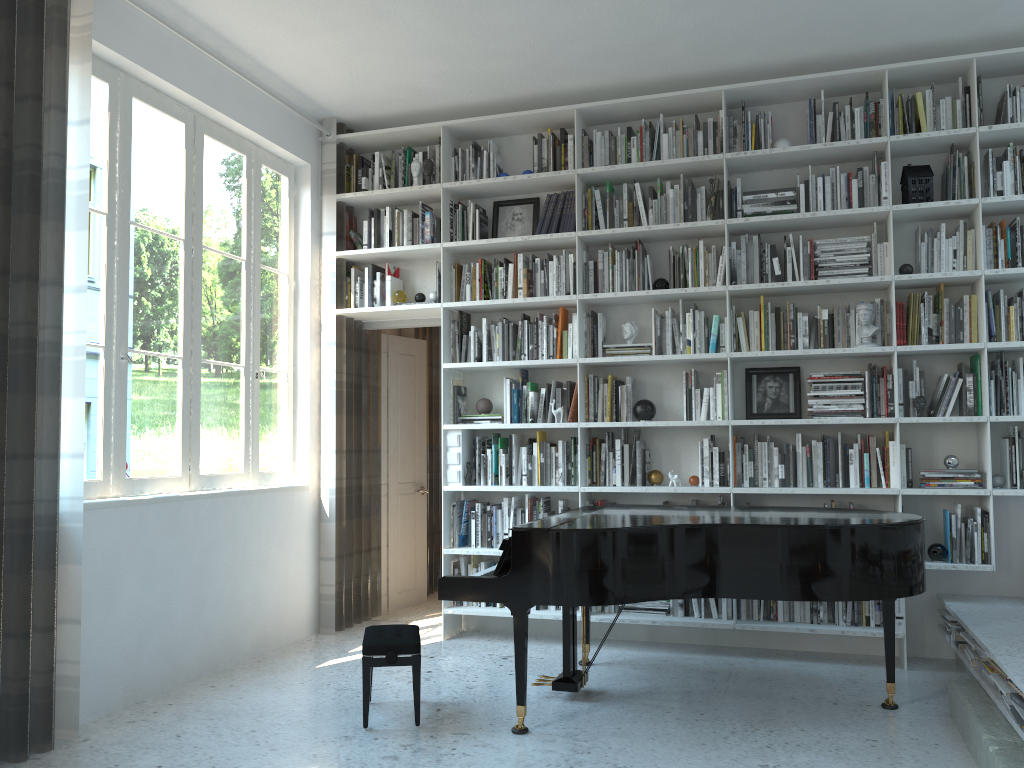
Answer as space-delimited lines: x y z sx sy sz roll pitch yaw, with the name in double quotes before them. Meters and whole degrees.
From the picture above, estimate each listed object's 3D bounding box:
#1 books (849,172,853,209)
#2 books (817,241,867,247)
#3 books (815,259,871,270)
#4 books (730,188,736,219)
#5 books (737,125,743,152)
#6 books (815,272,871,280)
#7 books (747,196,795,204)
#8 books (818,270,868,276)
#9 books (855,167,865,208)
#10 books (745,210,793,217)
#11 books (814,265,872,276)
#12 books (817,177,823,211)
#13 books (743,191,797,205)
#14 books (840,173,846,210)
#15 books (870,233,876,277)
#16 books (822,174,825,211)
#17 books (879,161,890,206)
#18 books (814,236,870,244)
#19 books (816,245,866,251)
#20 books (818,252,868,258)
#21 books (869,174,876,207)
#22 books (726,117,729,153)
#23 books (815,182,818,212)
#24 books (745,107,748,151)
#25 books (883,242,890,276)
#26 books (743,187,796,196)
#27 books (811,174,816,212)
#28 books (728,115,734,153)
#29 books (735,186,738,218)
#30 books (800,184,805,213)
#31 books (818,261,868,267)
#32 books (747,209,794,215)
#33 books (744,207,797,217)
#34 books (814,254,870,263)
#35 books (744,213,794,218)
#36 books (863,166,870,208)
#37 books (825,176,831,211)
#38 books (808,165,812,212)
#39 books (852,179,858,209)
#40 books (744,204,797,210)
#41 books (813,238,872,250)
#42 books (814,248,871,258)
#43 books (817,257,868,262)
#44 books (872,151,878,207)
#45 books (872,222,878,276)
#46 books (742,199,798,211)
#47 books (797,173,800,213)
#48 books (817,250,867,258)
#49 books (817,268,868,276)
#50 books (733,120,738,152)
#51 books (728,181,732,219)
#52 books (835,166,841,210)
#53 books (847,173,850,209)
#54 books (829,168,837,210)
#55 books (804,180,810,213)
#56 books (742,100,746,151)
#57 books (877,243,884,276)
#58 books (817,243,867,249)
"books" 1.855 -1.024 4.865 0.012 0.230 0.158 -1 -4 18
"books" 1.813 -0.755 4.880 0.254 0.012 0.161 -2 -4 18
"books" 1.813 -0.656 4.873 0.285 0.012 0.159 -2 -4 19
"books" 1.262 -0.992 5.049 0.027 0.201 0.167 -1 -4 18
"books" 1.308 -1.356 5.062 0.026 0.194 0.166 -1 -4 18
"books" 1.814 -0.584 4.868 0.285 0.012 0.159 -2 -4 19
"books" 1.455 -1.017 5.001 0.254 0.025 0.161 -1 -4 14
"books" 1.814 -0.596 4.871 0.254 0.012 0.161 -2 -4 18
"books" 1.901 -1.035 4.845 0.032 0.248 0.173 -1 -4 18
"books" 1.453 -0.939 4.995 0.254 0.012 0.161 -2 -4 23
"books" 1.812 -0.621 4.866 0.285 0.012 0.159 -1 -4 15
"books" 1.706 -1.013 4.913 0.027 0.216 0.190 -1 -4 18
"books" 1.456 -1.042 5.006 0.285 0.024 0.159 -2 -4 20
"books" 1.815 -1.020 4.871 0.023 0.222 0.191 -1 -4 18
"books" 1.957 -0.673 4.810 0.012 0.254 0.161 -1 -4 18
"books" 1.728 -1.026 4.919 0.012 0.244 0.131 -1 -4 18
"books" 1.994 -1.036 4.759 0.037 0.237 0.272 -2 -4 18
"books" 1.811 -0.779 4.877 0.285 0.012 0.159 -2 -4 20
"books" 1.810 -0.730 4.868 0.254 0.012 0.161 -2 -4 23
"books" 1.811 -0.693 4.870 0.254 0.012 0.161 -1 -4 15
"books" 1.958 -1.014 4.828 0.029 0.202 0.191 -2 -4 18
"books" 1.247 -1.383 5.097 0.012 0.254 0.161 -1 -4 18
"books" 1.693 -1.005 4.932 0.011 0.204 0.133 -1 -4 18
"books" 1.340 -1.407 5.063 0.010 0.296 0.153 -1 -4 18
"books" 2.023 -0.650 4.807 0.030 0.205 0.158 -2 -4 18
"books" 1.457 -1.066 5.012 0.285 0.024 0.159 -2 -4 18
"books" 1.674 -1.022 4.926 0.021 0.237 0.171 -1 -4 18
"books" 1.259 -1.384 5.073 0.026 0.253 0.185 -1 -4 18
"books" 1.285 -1.000 5.056 0.013 0.218 0.141 -1 -4 18
"books" 1.617 -0.996 4.938 0.025 0.187 0.193 -1 -4 18
"books" 1.813 -0.645 4.869 0.254 0.012 0.161 -2 -4 16
"books" 1.455 -0.951 4.999 0.254 0.012 0.161 -1 -4 15
"books" 1.454 -0.963 5.000 0.285 0.012 0.159 -1 -4 15
"books" 1.811 -0.681 4.869 0.285 0.012 0.159 -2 -4 21
"books" 1.455 -0.927 4.998 0.285 0.012 0.159 -2 -4 21
"books" 1.935 -1.041 4.851 0.029 0.261 0.133 -1 -4 18
"books" 1.745 -1.015 4.903 0.028 0.219 0.183 -1 -4 18
"books" 1.653 -1.046 4.917 0.011 0.284 0.190 -1 -4 18
"books" 1.873 -1.004 4.853 0.029 0.188 0.176 -2 -4 18
"books" 1.455 -0.975 5.003 0.285 0.012 0.159 -2 -4 16
"books" 1.809 -0.768 4.870 0.285 0.012 0.159 -1 -4 13
"books" 1.813 -0.717 4.876 0.285 0.012 0.159 -2 -4 17
"books" 1.813 -0.669 4.873 0.254 0.012 0.161 -2 -4 19
"books" 1.980 -1.079 4.834 0.012 0.334 0.156 -1 -4 18
"books" 1.973 -0.705 4.823 0.012 0.318 0.140 -1 -4 18
"books" 1.454 -0.993 4.997 0.285 0.024 0.159 -2 -4 23
"books" 1.601 -1.028 4.950 0.012 0.254 0.161 -1 -4 18
"books" 1.812 -0.705 4.873 0.254 0.012 0.161 -2 -4 20
"books" 1.813 -0.608 4.869 0.254 0.012 0.161 -2 -4 17
"books" 1.288 -1.371 5.083 0.023 0.227 0.157 -1 -4 18
"books" 1.250 -1.017 5.076 0.012 0.254 0.161 -1 -4 18
"books" 1.796 -1.042 4.887 0.023 0.269 0.185 -1 -4 18
"books" 1.846 -1.023 4.874 0.010 0.230 0.152 -1 -4 18
"books" 1.778 -1.042 4.915 0.029 0.273 0.140 -1 -4 18
"books" 1.649 -1.012 4.960 0.024 0.223 0.128 -1 -4 18
"books" 1.330 -1.429 5.073 0.014 0.340 0.145 -1 -4 18
"books" 1.993 -0.646 4.810 0.029 0.198 0.172 -2 -4 18
"books" 1.811 -0.743 4.875 0.254 0.012 0.161 -2 -4 20
